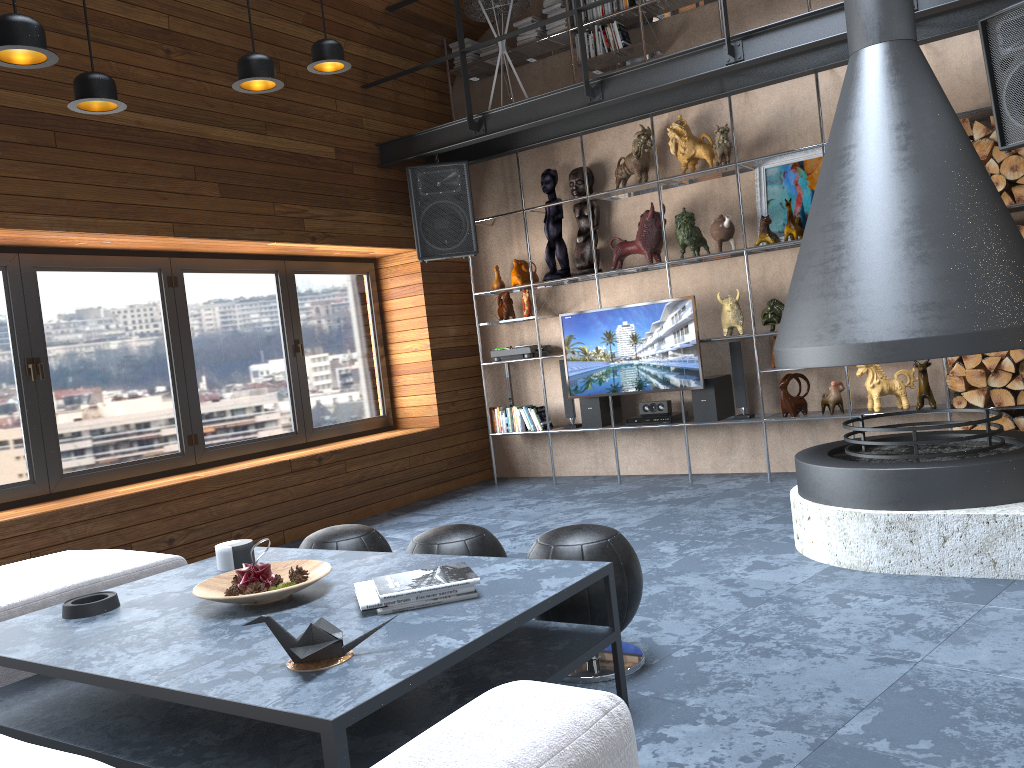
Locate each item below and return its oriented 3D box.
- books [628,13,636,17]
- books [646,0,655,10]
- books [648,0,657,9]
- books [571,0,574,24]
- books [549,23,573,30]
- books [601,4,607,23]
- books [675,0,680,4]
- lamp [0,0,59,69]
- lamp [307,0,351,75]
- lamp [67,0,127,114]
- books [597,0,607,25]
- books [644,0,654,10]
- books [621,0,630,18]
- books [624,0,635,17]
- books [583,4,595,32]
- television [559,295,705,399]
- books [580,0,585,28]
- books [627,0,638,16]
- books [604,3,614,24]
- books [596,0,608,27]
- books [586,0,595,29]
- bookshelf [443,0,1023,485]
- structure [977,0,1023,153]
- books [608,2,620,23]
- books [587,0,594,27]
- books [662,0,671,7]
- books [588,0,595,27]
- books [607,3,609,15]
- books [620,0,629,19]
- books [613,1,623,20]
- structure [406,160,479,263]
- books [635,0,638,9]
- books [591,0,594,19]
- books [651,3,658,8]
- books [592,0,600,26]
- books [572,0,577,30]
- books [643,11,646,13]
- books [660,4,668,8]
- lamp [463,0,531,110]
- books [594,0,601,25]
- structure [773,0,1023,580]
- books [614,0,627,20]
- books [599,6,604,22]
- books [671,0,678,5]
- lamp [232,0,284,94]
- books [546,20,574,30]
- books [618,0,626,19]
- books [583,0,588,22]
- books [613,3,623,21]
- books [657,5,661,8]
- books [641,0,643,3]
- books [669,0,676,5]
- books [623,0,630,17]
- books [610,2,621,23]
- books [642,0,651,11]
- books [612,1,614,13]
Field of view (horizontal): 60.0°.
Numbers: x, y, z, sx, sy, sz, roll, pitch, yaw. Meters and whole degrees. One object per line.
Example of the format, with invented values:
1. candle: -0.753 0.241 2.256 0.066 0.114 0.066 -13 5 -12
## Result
1. books: 0.837 -2.732 6.317 0.019 0.199 0.127 -5 2 34
2. books: 0.956 -2.750 6.225 0.055 0.221 0.141 -5 2 34
3. books: 0.967 -2.757 6.217 0.053 0.233 0.148 -5 2 34
4. books: 0.503 -2.730 6.589 0.010 0.255 0.207 -5 2 34
5. books: 0.404 -2.652 6.648 0.161 0.013 0.217 -5 3 34
6. books: 0.686 -2.716 6.421 0.019 0.199 0.143 -5 2 34
7. books: 1.117 -2.773 6.177 0.053 0.233 0.148 -5 2 34
8. lamp: -1.656 -2.034 2.748 0.210 2.034 0.210 -7 2 -18
9. lamp: -0.966 -2.297 4.228 0.210 1.565 0.210 -7 2 -18
10. lamp: -1.717 -2.067 3.394 0.210 2.002 0.210 -7 2 -18
11. books: 0.659 -2.731 6.433 0.013 0.234 0.148 -5 2 34
12. books: 0.949 -2.741 6.240 0.051 0.203 0.130 -5 2 34
13. books: 0.805 -2.743 6.324 0.010 0.231 0.129 -5 2 34
14. books: 0.837 -2.732 6.317 0.021 0.203 0.129 -5 2 34
15. books: 0.569 -2.725 6.527 0.013 0.234 0.148 -5 2 34
16. television: 0.854 -0.247 6.345 1.075 0.638 0.115 -5 2 34
17. books: 0.552 -2.722 6.525 0.013 0.234 0.148 -5 2 34
18. books: 0.848 -2.754 6.298 0.018 0.247 0.131 -5 2 34
19. books: 0.707 -2.739 6.418 0.023 0.240 0.146 -5 2 34
20. books: 0.652 -2.717 6.451 0.010 0.206 0.130 -5 2 34
21. books: 0.587 -2.711 6.495 0.010 0.206 0.130 -5 2 34
22. bookshelf: 4.038 -2.680 4.252 10.737 6.219 0.421 -5 2 34
23. structure: 2.747 -1.588 4.484 0.506 0.744 0.460 -8 2 -30
24. books: 0.731 -2.738 6.398 0.013 0.234 0.148 -5 2 34
25. books: 0.589 -2.710 6.480 0.010 0.208 0.130 -5 2 34
26. books: 1.060 -2.750 6.200 0.057 0.201 0.139 -5 2 34
27. books: 0.606 -2.715 6.482 0.018 0.210 0.146 -5 2 34
28. books: 0.724 -2.724 6.410 0.014 0.206 0.148 -5 2 34
29. books: 0.804 -2.735 6.348 0.016 0.216 0.115 -5 2 34
30. books: 0.760 -2.726 6.358 0.010 0.208 0.130 -5 2 34
31. structure: -0.531 -1.292 6.716 0.461 0.735 0.488 -7 2 -6
32. books: 0.894 -2.743 6.269 0.058 0.219 0.133 -5 2 34
33. books: 0.620 -2.720 6.478 0.010 0.217 0.148 -5 2 34
34. books: 0.982 -2.744 6.206 0.053 0.206 0.148 -5 2 34
35. books: 0.629 -2.747 6.469 0.020 0.268 0.143 -5 2 34
36. books: 0.492 -2.717 6.552 0.013 0.234 0.148 -5 2 34
37. books: 0.894 -2.742 6.269 0.057 0.218 0.129 -5 2 34
38. books: 1.033 -2.751 6.219 0.049 0.205 0.149 -5 2 34
39. lamp: -0.071 -2.414 6.354 0.475 1.002 0.475 -8 2 -32
40. books: 0.640 -2.729 6.454 0.010 0.231 0.129 -5 2 34
41. structure: 1.783 -2.142 3.791 1.689 5.700 1.197 -5 2 34
42. books: 0.775 -2.728 6.357 0.018 0.206 0.148 -5 2 34
43. books: 0.673 -2.733 6.430 0.013 0.234 0.148 -5 2 34
44. books: 1.107 -2.758 6.176 0.049 0.205 0.149 -5 2 34
45. lamp: -1.162 -2.186 3.645 0.210 1.911 0.210 -7 2 -18
46. books: 0.398 -2.665 6.643 0.182 0.016 0.252 -5 3 38
47. books: 0.797 -2.731 6.364 0.010 0.206 0.130 -5 2 34
48. books: 0.577 -2.723 6.508 0.021 0.231 0.161 -5 2 34
49. books: 0.760 -2.739 6.377 0.010 0.231 0.129 -5 2 34
50. books: 1.015 -2.764 6.230 0.062 0.236 0.143 -5 2 34
51. books: 0.917 -2.753 6.250 0.055 0.235 0.143 -5 2 34
52. books: 1.096 -2.744 6.177 0.042 0.180 0.131 -5 2 34
53. books: 0.823 -2.720 6.325 0.014 0.181 0.131 -5 2 34
54. books: 0.749 -2.730 6.399 0.014 0.213 0.136 -5 2 34
55. books: 0.937 -2.755 6.253 0.053 0.233 0.148 -5 2 34
56. books: 0.751 -2.711 6.380 0.009 0.176 0.128 -5 2 34
